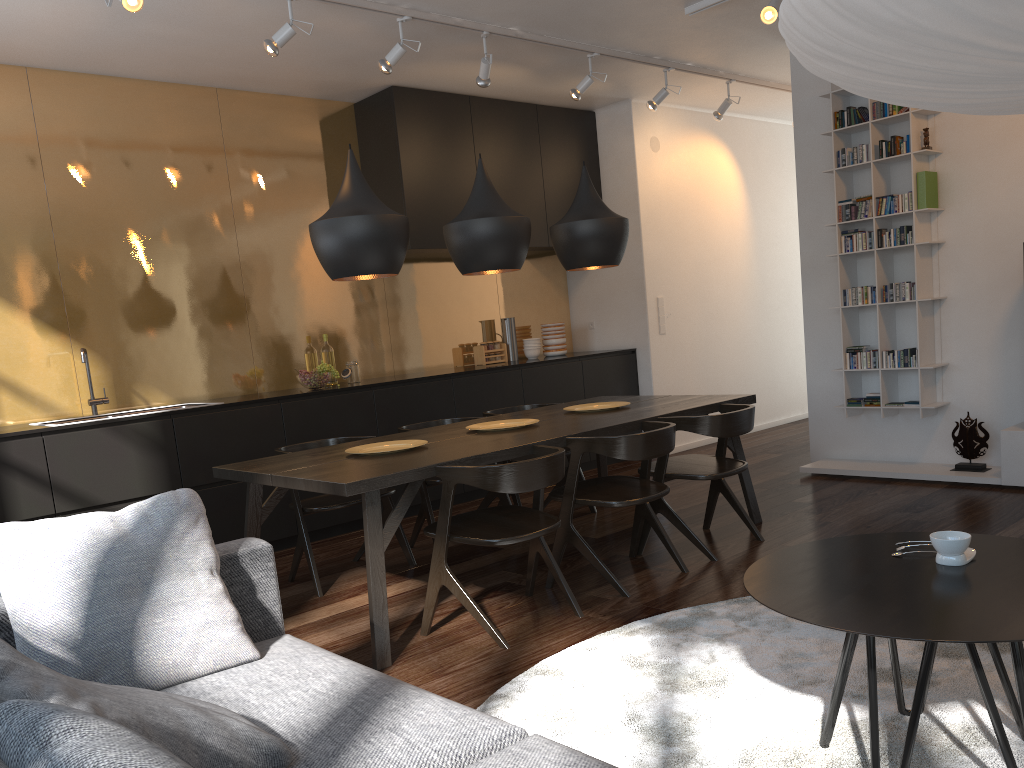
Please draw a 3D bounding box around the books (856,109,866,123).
[{"bbox_3d":[2.102,-1.606,5.311,0.069,0.092,0.046,-11,9,-41],"label":"books"}]

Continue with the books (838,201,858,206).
[{"bbox_3d":[2.080,-1.117,5.475,0.069,0.014,0.092,-9,5,-41],"label":"books"}]

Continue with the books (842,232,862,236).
[{"bbox_3d":[2.128,-0.932,5.507,0.092,0.012,0.111,-9,5,-41],"label":"books"}]

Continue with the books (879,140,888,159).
[{"bbox_3d":[2.205,-1.389,5.248,0.068,0.108,0.023,-11,9,-41],"label":"books"}]

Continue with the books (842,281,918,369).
[{"bbox_3d":[2.291,-0.356,5.452,0.121,0.515,0.469,-12,9,-41],"label":"books"}]

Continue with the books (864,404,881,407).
[{"bbox_3d":[2.278,0.132,5.545,0.068,0.016,0.107,-9,5,-41],"label":"books"}]

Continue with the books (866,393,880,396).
[{"bbox_3d":[2.276,0.065,5.530,0.069,0.014,0.092,-9,5,-41],"label":"books"}]

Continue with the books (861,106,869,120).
[{"bbox_3d":[2.127,-1.611,5.285,0.068,0.099,0.057,-11,9,-41],"label":"books"}]

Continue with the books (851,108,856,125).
[{"bbox_3d":[2.074,-1.610,5.342,0.074,0.100,0.019,-11,9,-41],"label":"books"}]

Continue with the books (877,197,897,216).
[{"bbox_3d":[2.249,-1.064,5.304,0.095,0.108,0.088,-11,8,-41],"label":"books"}]

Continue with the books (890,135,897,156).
[{"bbox_3d":[2.255,-1.396,5.195,0.074,0.116,0.029,-11,9,-41],"label":"books"}]

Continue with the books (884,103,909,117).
[{"bbox_3d":[2.273,-1.621,5.163,0.101,0.111,0.160,-11,7,-41],"label":"books"}]

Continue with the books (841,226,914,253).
[{"bbox_3d":[2.245,-0.881,5.382,0.121,0.114,0.467,-10,6,-41],"label":"books"}]

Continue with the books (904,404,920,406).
[{"bbox_3d":[2.446,0.126,5.373,0.069,0.014,0.092,-9,5,-41],"label":"books"}]

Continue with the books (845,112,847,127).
[{"bbox_3d":[2.047,-1.606,5.376,0.069,0.093,0.014,-11,9,-41],"label":"books"}]

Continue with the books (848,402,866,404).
[{"bbox_3d":[2.198,0.119,5.628,0.069,0.014,0.092,-9,5,-41],"label":"books"}]

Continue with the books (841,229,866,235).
[{"bbox_3d":[2.128,-0.948,5.509,0.095,0.022,0.111,-9,5,-41],"label":"books"}]

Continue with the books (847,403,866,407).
[{"bbox_3d":[2.198,0.133,5.630,0.074,0.015,0.098,-9,5,-41],"label":"books"}]

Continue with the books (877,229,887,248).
[{"bbox_3d":[2.245,-0.880,5.355,0.074,0.116,0.029,-11,9,-41],"label":"books"}]

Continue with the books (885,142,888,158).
[{"bbox_3d":[2.229,-1.382,5.227,0.069,0.093,0.014,-11,9,-41],"label":"books"}]

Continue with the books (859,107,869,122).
[{"bbox_3d":[2.121,-1.610,5.291,0.068,0.099,0.057,-11,9,-41],"label":"books"}]

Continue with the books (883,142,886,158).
[{"bbox_3d":[2.220,-1.383,5.238,0.069,0.093,0.014,-11,9,-41],"label":"books"}]

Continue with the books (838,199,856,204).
[{"bbox_3d":[2.079,-1.130,5.468,0.069,0.014,0.093,-8,5,-36],"label":"books"}]

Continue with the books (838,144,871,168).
[{"bbox_3d":[2.113,-1.393,5.394,0.108,0.113,0.221,-11,7,-41],"label":"books"}]

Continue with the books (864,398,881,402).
[{"bbox_3d":[2.271,0.099,5.538,0.068,0.023,0.107,-9,5,-41],"label":"books"}]

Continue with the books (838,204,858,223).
[{"bbox_3d":[2.092,-1.059,5.484,0.095,0.105,0.101,-11,8,-41],"label":"books"}]

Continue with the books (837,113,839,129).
[{"bbox_3d":[2.011,-1.604,5.413,0.069,0.093,0.014,-11,9,-41],"label":"books"}]

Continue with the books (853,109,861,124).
[{"bbox_3d":[2.088,-1.607,5.329,0.069,0.094,0.028,-11,9,-41],"label":"books"}]

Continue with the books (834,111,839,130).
[{"bbox_3d":[2.003,-1.612,5.425,0.068,0.108,0.016,-11,10,-41],"label":"books"}]

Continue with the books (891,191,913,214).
[{"bbox_3d":[2.329,-1.071,5.228,0.121,0.113,0.136,-10,7,-41],"label":"books"}]

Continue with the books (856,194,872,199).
[{"bbox_3d":[2.164,-1.138,5.375,0.092,0.015,0.111,-9,5,-41],"label":"books"}]

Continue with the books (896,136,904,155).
[{"bbox_3d":[2.272,-1.392,5.180,0.068,0.108,0.016,-11,10,-41],"label":"books"}]

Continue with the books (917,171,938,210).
[{"bbox_3d":[2.433,-1.129,5.176,0.164,0.216,0.049,-11,9,-41],"label":"books"}]

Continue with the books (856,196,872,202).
[{"bbox_3d":[2.158,-1.122,5.372,0.068,0.018,0.107,-9,5,-41],"label":"books"}]

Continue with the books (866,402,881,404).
[{"bbox_3d":[2.280,0.116,5.536,0.069,0.014,0.092,-9,5,-41],"label":"books"}]

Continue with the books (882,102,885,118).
[{"bbox_3d":[2.204,-1.614,5.217,0.068,0.108,0.012,-11,10,-41],"label":"books"}]

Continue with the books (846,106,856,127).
[{"bbox_3d":[2.058,-1.617,5.359,0.074,0.116,0.029,-11,9,-41],"label":"books"}]

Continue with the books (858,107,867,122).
[{"bbox_3d":[2.115,-1.610,5.298,0.068,0.099,0.057,-11,9,-41],"label":"books"}]

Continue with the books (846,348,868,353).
[{"bbox_3d":[2.182,-0.213,5.590,0.068,0.023,0.107,-9,5,-41],"label":"books"}]

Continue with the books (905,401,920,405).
[{"bbox_3d":[2.444,0.113,5.366,0.069,0.014,0.093,-8,5,-36],"label":"books"}]

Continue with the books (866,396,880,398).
[{"bbox_3d":[2.277,0.079,5.531,0.069,0.014,0.092,-9,5,-41],"label":"books"}]

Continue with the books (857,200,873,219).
[{"bbox_3d":[2.174,-1.063,5.392,0.095,0.108,0.114,-11,8,-41],"label":"books"}]

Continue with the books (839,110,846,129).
[{"bbox_3d":[2.021,-1.612,5.397,0.068,0.108,0.023,-11,9,-41],"label":"books"}]

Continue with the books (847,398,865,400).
[{"bbox_3d":[2.198,0.095,5.623,0.068,0.009,0.107,-9,5,-42],"label":"books"}]

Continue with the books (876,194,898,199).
[{"bbox_3d":[2.243,-1.120,5.287,0.068,0.008,0.107,-9,5,-42],"label":"books"}]

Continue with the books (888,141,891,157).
[{"bbox_3d":[2.239,-1.383,5.214,0.069,0.094,0.020,-11,9,-41],"label":"books"}]

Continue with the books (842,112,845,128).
[{"bbox_3d":[2.037,-1.605,5.386,0.069,0.093,0.014,-11,9,-41],"label":"books"}]

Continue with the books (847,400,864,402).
[{"bbox_3d":[2.195,0.106,5.627,0.069,0.015,0.092,-9,5,-41],"label":"books"}]

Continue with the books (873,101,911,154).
[{"bbox_3d":[2.259,-1.507,5.206,0.106,0.336,0.228,-12,9,-41],"label":"books"}]
